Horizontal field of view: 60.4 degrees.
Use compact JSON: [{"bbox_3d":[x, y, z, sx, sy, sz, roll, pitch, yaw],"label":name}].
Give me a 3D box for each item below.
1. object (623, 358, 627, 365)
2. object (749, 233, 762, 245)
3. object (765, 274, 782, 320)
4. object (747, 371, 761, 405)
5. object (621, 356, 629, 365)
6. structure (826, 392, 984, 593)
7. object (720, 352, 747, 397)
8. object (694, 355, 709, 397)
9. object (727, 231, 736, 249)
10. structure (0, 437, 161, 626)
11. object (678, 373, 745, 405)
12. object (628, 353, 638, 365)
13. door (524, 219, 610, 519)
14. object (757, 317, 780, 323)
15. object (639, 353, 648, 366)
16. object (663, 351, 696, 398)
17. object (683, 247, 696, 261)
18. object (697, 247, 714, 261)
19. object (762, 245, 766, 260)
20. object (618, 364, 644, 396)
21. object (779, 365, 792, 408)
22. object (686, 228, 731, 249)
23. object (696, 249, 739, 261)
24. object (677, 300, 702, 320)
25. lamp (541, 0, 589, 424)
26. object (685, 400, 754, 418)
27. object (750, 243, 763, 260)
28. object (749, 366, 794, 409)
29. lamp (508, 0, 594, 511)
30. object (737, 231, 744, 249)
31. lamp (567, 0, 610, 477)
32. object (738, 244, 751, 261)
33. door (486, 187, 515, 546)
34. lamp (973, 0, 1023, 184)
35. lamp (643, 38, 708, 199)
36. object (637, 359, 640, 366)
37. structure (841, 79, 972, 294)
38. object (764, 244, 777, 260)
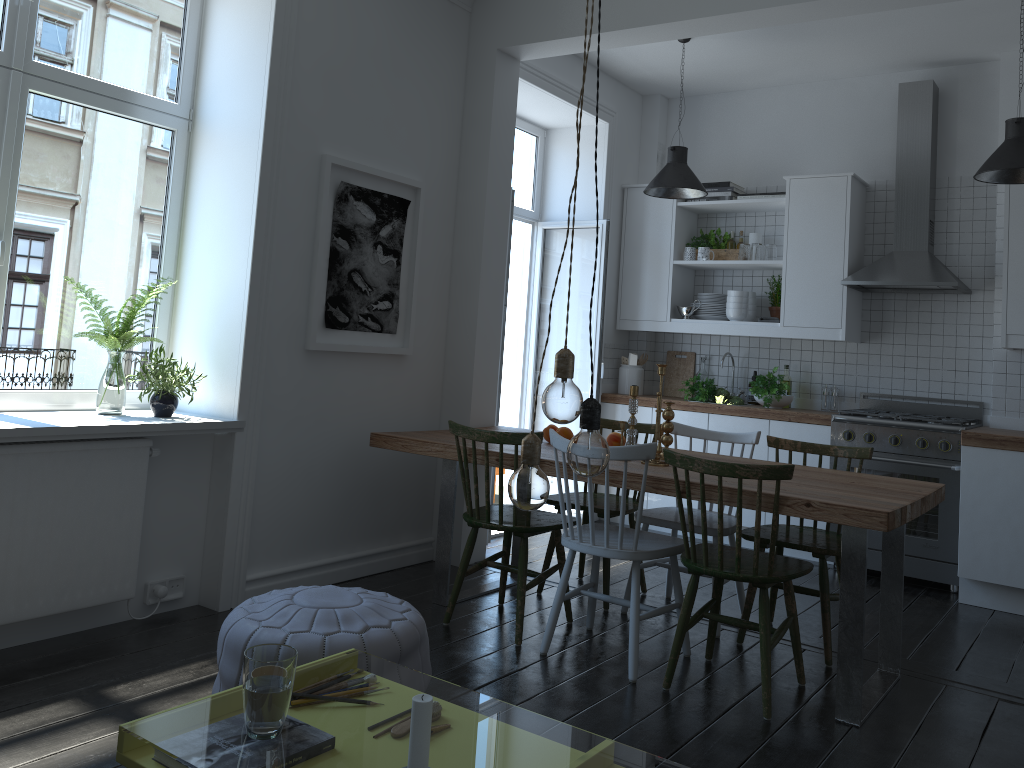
[{"bbox_3d":[0.817,-0.059,6.258,0.060,0.253,0.117,6,-4,-25],"label":"object"},{"bbox_3d":[1.668,-0.922,6.048,0.085,0.224,0.084,1,-5,42],"label":"object"},{"bbox_3d":[1.802,-0.576,5.913,0.170,0.369,0.164,5,-4,-18],"label":"object"},{"bbox_3d":[1.651,0.026,5.991,0.085,0.232,0.084,4,-4,0],"label":"object"},{"bbox_3d":[0.798,-0.065,6.243,0.054,0.265,0.148,3,-3,10],"label":"object"},{"bbox_3d":[2.283,0.588,5.114,0.702,1.028,0.716,2,-3,35],"label":"structure"},{"bbox_3d":[1.509,-0.036,5.999,0.189,0.355,0.272,3,-2,12],"label":"object"},{"bbox_3d":[1.344,-0.049,6.220,0.098,0.320,0.097,1,-5,35],"label":"object"},{"bbox_3d":[1.524,-0.949,6.110,0.060,0.227,0.059,3,-4,18],"label":"object"},{"bbox_3d":[-1.691,0.517,2.966,0.073,0.632,1.058,1,-1,35],"label":"structure"},{"bbox_3d":[1.334,0.086,5.851,0.469,0.310,0.282,4,-1,8],"label":"object"},{"bbox_3d":[0.851,-0.076,6.255,0.064,0.292,0.139,3,-3,9],"label":"object"},{"bbox_3d":[0.353,-0.131,6.084,0.587,2.043,0.104,2,-5,29],"label":"door"},{"bbox_3d":[1.705,-0.416,5.798,0.246,0.042,0.275,5,2,28],"label":"object"},{"bbox_3d":[0.897,-0.074,6.257,0.131,0.298,0.056,3,-4,15],"label":"object"},{"bbox_3d":[1.208,-0.070,6.354,0.220,0.333,0.040,2,-5,35],"label":"object"},{"bbox_3d":[1.237,-0.895,6.128,0.083,0.101,0.108,4,-1,4],"label":"object"},{"bbox_3d":[1.329,-0.886,6.044,0.109,0.101,0.082,4,-2,24],"label":"object"},{"bbox_3d":[1.663,-0.866,5.880,0.086,0.120,0.085,4,-2,4],"label":"object"},{"bbox_3d":[0.844,-0.030,6.242,0.174,0.210,0.172,2,-2,40],"label":"object"},{"bbox_3d":[1.813,0.015,5.830,0.066,0.285,0.066,2,-5,30],"label":"object"},{"bbox_3d":[1.386,-0.978,6.226,0.348,0.256,0.162,4,-2,25],"label":"object"},{"bbox_3d":[1.441,-0.885,6.175,0.394,0.104,0.152,5,1,35],"label":"object"},{"bbox_3d":[1.208,-0.507,6.033,0.101,0.136,0.210,6,-1,-43],"label":"object"},{"bbox_3d":[0.138,-0.679,1.623,0.074,1.510,0.074,5,-5,-8],"label":"lamp"},{"bbox_3d":[1.388,0.179,5.880,0.373,0.112,0.351,5,2,35],"label":"object"},{"bbox_3d":[1.613,-0.866,5.806,0.085,0.120,0.086,5,-3,-32],"label":"object"},{"bbox_3d":[1.663,0.019,5.656,0.272,0.271,0.336,3,-1,25],"label":"object"},{"bbox_3d":[0.085,-0.528,1.612,0.088,1.510,0.074,7,-5,-31],"label":"lamp"},{"bbox_3d":[1.590,-0.948,6.116,0.056,0.235,0.055,1,-5,38],"label":"object"},{"bbox_3d":[0.179,-0.592,1.570,0.074,1.510,0.085,4,-4,-4],"label":"lamp"},{"bbox_3d":[1.552,-0.873,5.868,0.085,0.120,0.086,5,-3,-32],"label":"object"},{"bbox_3d":[-0.296,-0.139,5.165,0.586,2.043,0.104,0,-6,41],"label":"door"},{"bbox_3d":[2.481,-1.474,4.299,0.385,0.947,0.383,1,-5,44],"label":"lamp"},{"bbox_3d":[0.052,-0.944,5.990,2.707,2.531,0.488,3,-4,35],"label":"lamp"},{"bbox_3d":[0.890,-0.052,6.262,0.050,0.249,0.113,4,-3,0],"label":"object"},{"bbox_3d":[2.424,-1.224,5.360,0.634,1.315,0.524,2,-4,35],"label":"structure"},{"bbox_3d":[1.706,-0.860,5.805,0.086,0.120,0.085,4,-2,4],"label":"object"}]
